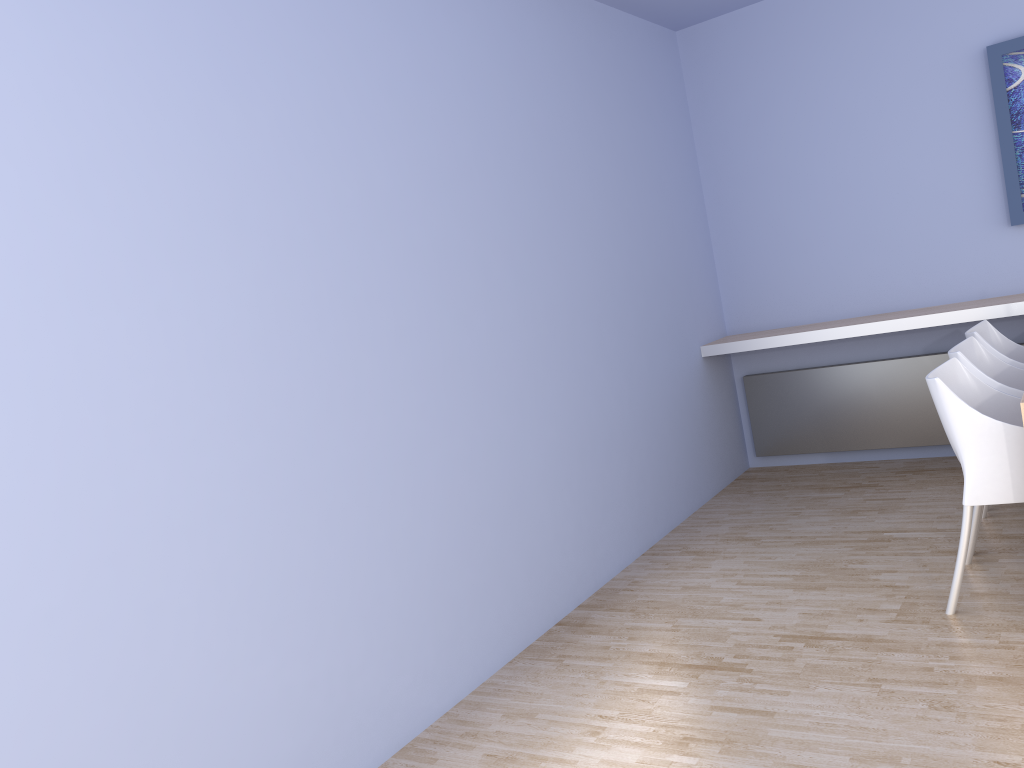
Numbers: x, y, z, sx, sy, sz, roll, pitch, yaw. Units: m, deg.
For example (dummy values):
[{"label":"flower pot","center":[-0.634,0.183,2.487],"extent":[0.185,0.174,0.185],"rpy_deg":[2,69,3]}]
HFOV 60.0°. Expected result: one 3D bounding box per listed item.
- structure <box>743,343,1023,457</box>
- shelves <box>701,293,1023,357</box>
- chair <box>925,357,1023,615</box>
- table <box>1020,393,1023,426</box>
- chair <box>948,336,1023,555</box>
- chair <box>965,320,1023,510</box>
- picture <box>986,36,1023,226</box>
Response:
[{"label":"structure","center":[3.046,-0.010,4.368],"extent":[3.843,0.503,0.064],"rpy_deg":[-7,6,34]},{"label":"shelves","center":[2.878,-0.054,4.249],"extent":[3.901,0.840,0.463],"rpy_deg":[-7,6,34]},{"label":"chair","center":[1.705,0.310,2.996],"extent":[0.486,0.793,0.510],"rpy_deg":[-7,6,34]},{"label":"table","center":[2.606,0.145,3.327],"extent":[1.002,0.718,2.340],"rpy_deg":[-7,6,34]},{"label":"chair","center":[2.015,0.208,3.469],"extent":[0.486,0.793,0.510],"rpy_deg":[-7,6,34]},{"label":"chair","center":[2.324,0.105,3.942],"extent":[0.486,0.793,0.510],"rpy_deg":[-7,6,34]},{"label":"picture","center":[2.977,-1.313,4.132],"extent":[1.252,0.901,0.049],"rpy_deg":[-7,6,34]}]
